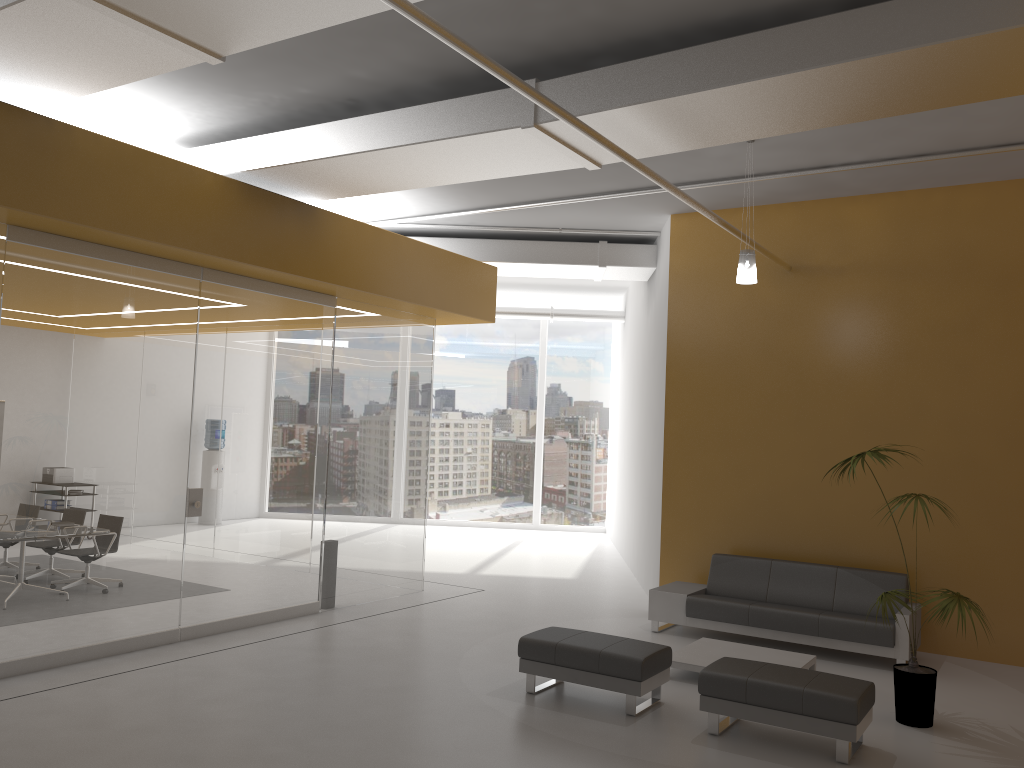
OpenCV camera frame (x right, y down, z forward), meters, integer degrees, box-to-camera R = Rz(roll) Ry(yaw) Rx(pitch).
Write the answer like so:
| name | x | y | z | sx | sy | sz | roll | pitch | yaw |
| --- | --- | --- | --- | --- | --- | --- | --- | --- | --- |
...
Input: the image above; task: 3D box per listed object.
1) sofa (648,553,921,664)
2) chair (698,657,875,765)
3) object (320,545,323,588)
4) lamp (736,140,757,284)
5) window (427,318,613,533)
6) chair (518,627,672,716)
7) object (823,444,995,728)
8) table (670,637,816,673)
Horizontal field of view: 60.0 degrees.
| name | x | y | z | sx | sy | sz | roll | pitch | yaw |
| --- | --- | --- | --- | --- | --- | --- | --- | --- | --- |
| sofa | 2.586 | 2.129 | 8.558 | 2.400 | 0.761 | 0.860 | 0 | -4 | 32 |
| chair | 1.790 | 2.108 | 5.802 | 1.012 | 0.423 | 0.575 | 0 | -4 | 32 |
| object | -1.970 | 2.019 | 9.424 | 0.124 | 0.706 | 0.152 | 1 | -4 | 27 |
| lamp | 2.009 | -1.469 | 7.535 | 0.174 | 1.227 | 0.174 | 3 | -3 | -17 |
| window | -0.838 | 0.666 | 18.196 | 8.533 | 4.498 | 0.100 | 2 | -3 | 2 |
| chair | 0.608 | 2.103 | 6.567 | 1.012 | 0.423 | 0.575 | 0 | -4 | 32 |
| object | 2.779 | 1.411 | 6.340 | 0.912 | 1.956 | 1.222 | 3 | -3 | -17 |
| table | 1.885 | 2.337 | 7.342 | 1.000 | 0.150 | 1.000 | 0 | -4 | 32 |
